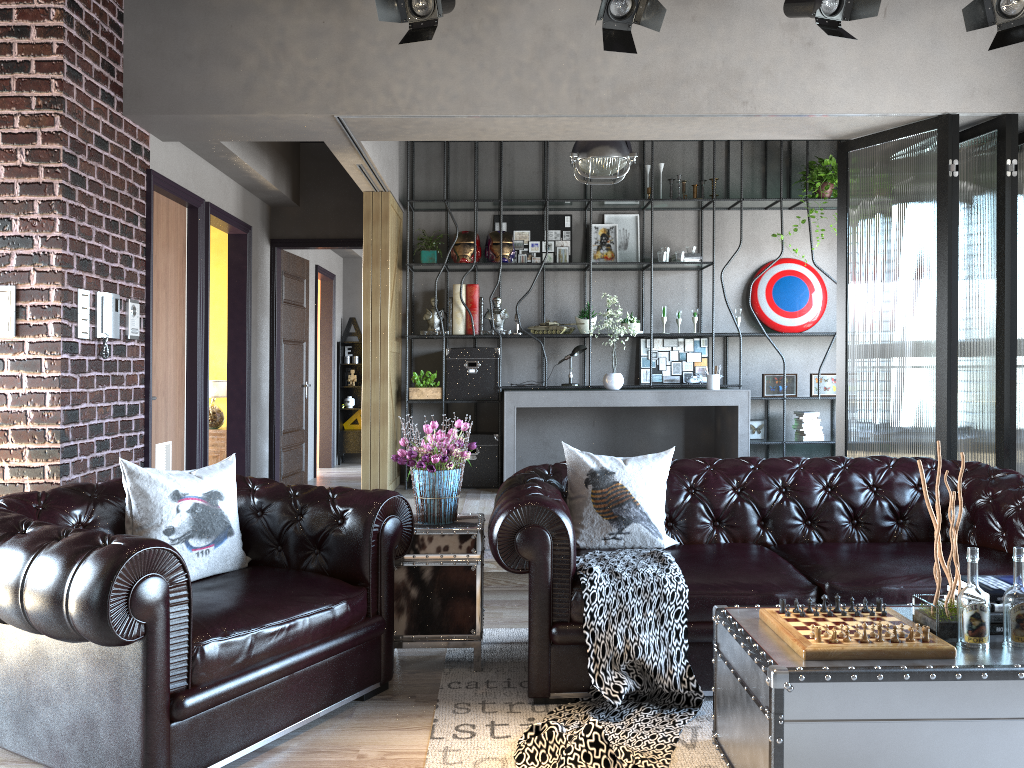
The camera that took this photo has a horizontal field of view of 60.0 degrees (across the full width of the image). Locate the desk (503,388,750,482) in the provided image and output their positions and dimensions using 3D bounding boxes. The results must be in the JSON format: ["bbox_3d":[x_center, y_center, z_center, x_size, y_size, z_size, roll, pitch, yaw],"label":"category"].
[{"bbox_3d":[0.996,0.528,8.077,2.129,0.886,0.845,0,0,-1],"label":"desk"}]

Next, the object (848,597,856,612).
[{"bbox_3d":[1.093,0.722,2.825,0.022,0.047,0.022,0,0,44],"label":"object"}]

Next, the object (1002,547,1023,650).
[{"bbox_3d":[1.482,0.646,2.575,0.088,0.290,0.084,0,0,4],"label":"object"}]

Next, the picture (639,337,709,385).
[{"bbox_3d":[1.545,-0.179,8.442,0.665,0.447,0.051,0,0,-1],"label":"picture"}]

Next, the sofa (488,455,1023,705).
[{"bbox_3d":[1.187,0.807,3.946,2.566,0.838,1.239,0,1,-1],"label":"sofa"}]

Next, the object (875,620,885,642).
[{"bbox_3d":[1.054,0.721,2.518,0.025,0.058,0.025,0,0,44],"label":"object"}]

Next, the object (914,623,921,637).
[{"bbox_3d":[1.183,0.732,2.565,0.017,0.037,0.017,0,0,-7],"label":"object"}]

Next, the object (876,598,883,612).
[{"bbox_3d":[1.181,0.726,2.828,0.019,0.040,0.019,0,0,-27],"label":"object"}]

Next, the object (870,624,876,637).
[{"bbox_3d":[1.053,0.731,2.561,0.017,0.037,0.017,0,0,-7],"label":"object"}]

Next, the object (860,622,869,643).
[{"bbox_3d":[1.010,0.722,2.515,0.025,0.055,0.025,0,0,44],"label":"object"}]

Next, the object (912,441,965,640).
[{"bbox_3d":[1.344,0.492,2.722,0.156,0.583,0.185,0,0,-1],"label":"object"}]

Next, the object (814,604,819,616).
[{"bbox_3d":[0.964,0.727,2.779,0.017,0.037,0.017,0,0,6],"label":"object"}]

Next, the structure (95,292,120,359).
[{"bbox_3d":[-2.260,-0.341,4.986,0.068,0.370,0.279,0,0,-1],"label":"structure"}]

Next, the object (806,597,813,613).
[{"bbox_3d":[0.958,0.721,2.823,0.022,0.047,0.022,0,0,44],"label":"object"}]

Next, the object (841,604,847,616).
[{"bbox_3d":[1.051,0.728,2.781,0.017,0.037,0.017,0,0,6],"label":"object"}]

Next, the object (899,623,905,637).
[{"bbox_3d":[1.137,0.732,2.563,0.017,0.037,0.017,0,0,-7],"label":"object"}]

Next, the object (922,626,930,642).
[{"bbox_3d":[1.185,0.731,2.519,0.019,0.040,0.019,0,0,3],"label":"object"}]

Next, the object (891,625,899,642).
[{"bbox_3d":[1.097,0.727,2.518,0.022,0.047,0.022,0,0,31],"label":"object"}]

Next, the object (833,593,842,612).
[{"bbox_3d":[1.047,0.716,2.825,0.025,0.058,0.025,0,0,-7],"label":"object"}]

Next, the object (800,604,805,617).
[{"bbox_3d":[0.920,0.727,2.778,0.017,0.037,0.017,0,0,6],"label":"object"}]

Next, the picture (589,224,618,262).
[{"bbox_3d":[0.853,-1.280,8.393,0.267,0.414,0.101,0,0,-1],"label":"picture"}]

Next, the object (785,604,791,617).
[{"bbox_3d":[0.874,0.726,2.778,0.017,0.037,0.017,0,0,-20],"label":"object"}]

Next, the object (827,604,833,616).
[{"bbox_3d":[1.007,0.727,2.779,0.017,0.037,0.017,0,0,6],"label":"object"}]

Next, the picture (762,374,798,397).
[{"bbox_3d":[2.452,0.065,8.117,0.313,0.212,0.049,0,0,-1],"label":"picture"}]

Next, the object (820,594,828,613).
[{"bbox_3d":[1.004,0.717,2.824,0.025,0.055,0.025,0,0,44],"label":"object"}]

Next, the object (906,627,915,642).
[{"bbox_3d":[1.141,0.729,2.518,0.026,0.044,0.026,0,0,44],"label":"object"}]

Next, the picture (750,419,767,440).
[{"bbox_3d":[2.275,0.474,8.219,0.172,0.190,0.036,0,0,-1],"label":"picture"}]

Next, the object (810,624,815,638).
[{"bbox_3d":[0.878,0.730,2.560,0.017,0.037,0.017,0,0,-7],"label":"object"}]

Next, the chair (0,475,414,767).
[{"bbox_3d":[-1.255,0.795,3.329,1.244,0.845,1.492,0,1,29],"label":"chair"}]

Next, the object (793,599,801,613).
[{"bbox_3d":[0.916,0.723,2.821,0.026,0.044,0.026,0,0,44],"label":"object"}]

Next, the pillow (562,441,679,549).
[{"bbox_3d":[0.496,0.509,4.004,0.528,0.469,0.283,0,0,2],"label":"pillow"}]

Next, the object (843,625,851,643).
[{"bbox_3d":[0.961,0.726,2.517,0.022,0.047,0.022,0,0,31],"label":"object"}]

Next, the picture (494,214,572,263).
[{"bbox_3d":[0.184,-1.345,8.457,0.749,0.503,0.058,0,0,-1],"label":"picture"}]

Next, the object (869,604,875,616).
[{"bbox_3d":[1.139,0.728,2.779,0.017,0.037,0.017,0,0,6],"label":"object"}]

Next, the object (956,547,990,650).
[{"bbox_3d":[1.347,0.645,2.574,0.088,0.290,0.084,0,0,4],"label":"object"}]

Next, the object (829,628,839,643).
[{"bbox_3d":[0.922,0.727,2.516,0.026,0.044,0.026,0,0,44],"label":"object"}]

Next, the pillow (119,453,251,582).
[{"bbox_3d":[-1.264,0.508,3.495,0.290,0.502,0.541,0,0,37],"label":"pillow"}]

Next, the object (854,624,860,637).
[{"bbox_3d":[1.007,0.731,2.562,0.017,0.037,0.017,0,0,-7],"label":"object"}]

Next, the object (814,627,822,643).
[{"bbox_3d":[0.878,0.729,2.516,0.019,0.040,0.019,0,0,3],"label":"object"}]

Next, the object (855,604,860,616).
[{"bbox_3d":[1.092,0.728,2.779,0.017,0.037,0.017,0,0,6],"label":"object"}]

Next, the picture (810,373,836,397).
[{"bbox_3d":[2.893,0.067,8.122,0.313,0.212,0.048,0,0,-1],"label":"picture"}]

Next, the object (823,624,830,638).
[{"bbox_3d":[0.919,0.730,2.563,0.017,0.037,0.017,0,0,-7],"label":"object"}]

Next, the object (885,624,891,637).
[{"bbox_3d":[1.095,0.731,2.562,0.017,0.037,0.017,0,0,-7],"label":"object"}]

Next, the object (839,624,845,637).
[{"bbox_3d":[0.963,0.730,2.562,0.017,0.037,0.017,0,0,-7],"label":"object"}]

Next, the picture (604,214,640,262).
[{"bbox_3d":[1.030,-1.330,8.438,0.332,0.515,0.119,0,0,-1],"label":"picture"}]
